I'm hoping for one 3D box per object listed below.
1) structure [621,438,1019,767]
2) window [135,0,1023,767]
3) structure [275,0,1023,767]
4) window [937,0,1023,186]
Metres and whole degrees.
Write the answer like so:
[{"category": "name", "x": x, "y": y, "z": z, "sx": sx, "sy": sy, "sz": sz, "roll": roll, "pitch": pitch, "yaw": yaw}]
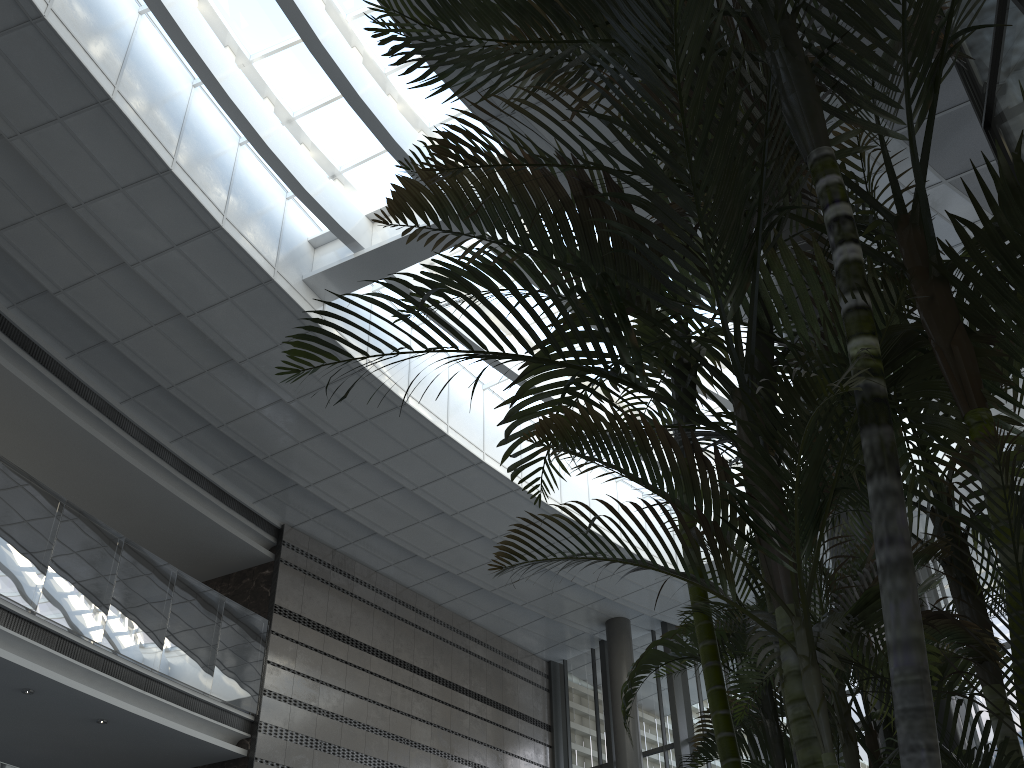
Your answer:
[{"category": "structure", "x": 1.384, "y": 1.894, "z": 3.184, "sx": 1.662, "sy": 3.260, "sz": 2.306, "roll": -15, "pitch": -36, "yaw": 20}, {"category": "window", "x": -0.451, "y": 2.344, "z": 8.022, "sx": 19.776, "sy": 8.844, "sz": 14.582, "roll": 23, "pitch": -44, "yaw": -29}, {"category": "structure", "x": 0.637, "y": 0.366, "z": 1.900, "sx": 2.449, "sy": 4.071, "sz": 2.865, "roll": -13, "pitch": -36, "yaw": 17}, {"category": "window", "x": 5.737, "y": 0.202, "z": 4.283, "sx": 4.374, "sy": 7.039, "sz": 16.841, "roll": -25, "pitch": -43, "yaw": 31}]
